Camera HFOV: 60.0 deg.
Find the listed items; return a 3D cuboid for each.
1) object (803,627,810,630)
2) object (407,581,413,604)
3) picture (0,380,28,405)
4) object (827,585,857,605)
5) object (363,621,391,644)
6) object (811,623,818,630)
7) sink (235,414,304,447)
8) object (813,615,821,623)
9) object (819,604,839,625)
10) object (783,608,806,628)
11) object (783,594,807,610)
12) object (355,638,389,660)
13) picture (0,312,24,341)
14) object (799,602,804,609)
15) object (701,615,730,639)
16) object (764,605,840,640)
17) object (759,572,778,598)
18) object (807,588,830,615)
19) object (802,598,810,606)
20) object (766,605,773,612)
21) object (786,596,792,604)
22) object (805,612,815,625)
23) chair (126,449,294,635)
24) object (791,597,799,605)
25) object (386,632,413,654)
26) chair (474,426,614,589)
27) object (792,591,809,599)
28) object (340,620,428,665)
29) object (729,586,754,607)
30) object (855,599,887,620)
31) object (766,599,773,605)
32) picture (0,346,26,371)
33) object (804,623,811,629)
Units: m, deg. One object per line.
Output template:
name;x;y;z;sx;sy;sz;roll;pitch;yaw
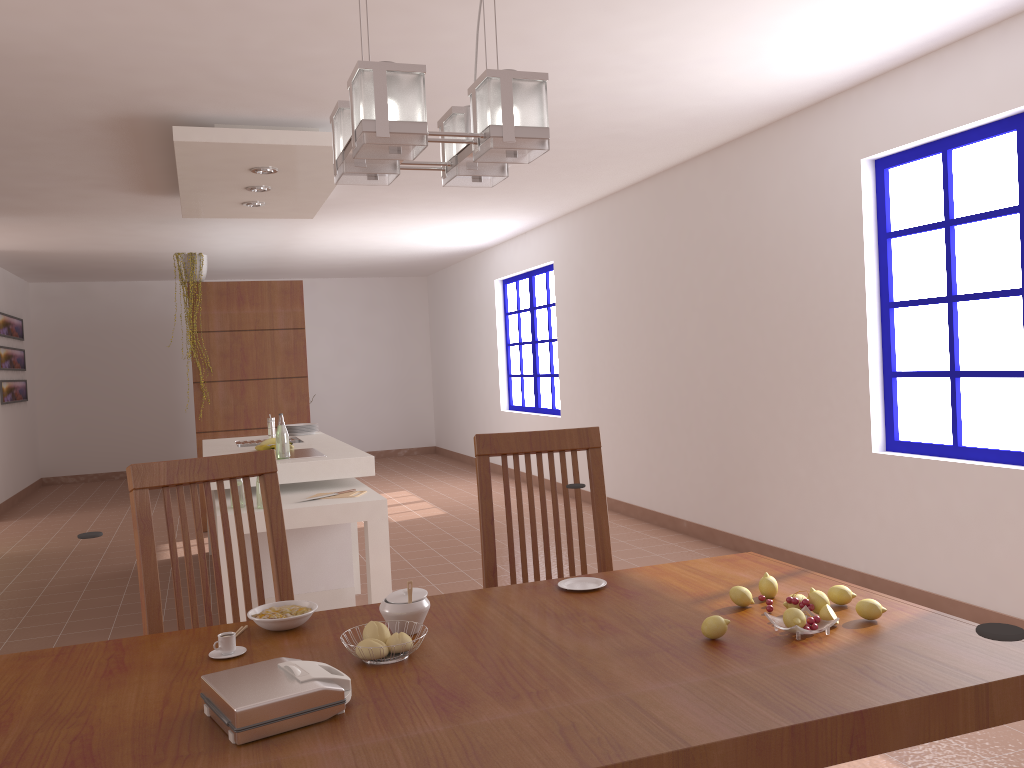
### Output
object;0.512;0.429;1.544;0.014;0.013;0.014;-3;1;-14
object;-0.190;0.403;1.653;0.010;0.075;0.015;-3;2;-19
picture;-5.393;0.080;9.619;0.015;0.248;1.408;-3;2;-19
object;0.638;0.410;1.723;0.043;0.038;0.043;-4;2;-30
object;-0.242;0.449;1.589;0.048;0.044;0.055;-4;2;-40
object;0.531;0.428;1.559;0.013;0.014;0.014;-3;1;10
sink;-1.584;0.372;5.777;0.404;0.368;0.668;-3;2;-19
object;0.542;0.419;1.577;0.014;0.014;0.012;-3;1;-7
object;0.573;0.417;1.603;0.033;0.036;0.039;-2;2;18
object;0.496;0.412;1.557;0.043;0.038;0.042;-4;2;-43
object;0.539;0.417;1.677;0.041;0.039;0.044;-2;2;34
object;-0.241;0.456;1.529;0.061;0.032;0.048;-2;2;40
picture;-5.428;-0.619;9.601;0.015;0.248;1.408;-3;2;-19
object;0.540;0.411;1.646;0.012;0.014;0.014;-4;2;-39
object;0.356;0.428;1.560;0.041;0.041;0.042;-4;2;-33
object;0.511;0.423;1.566;0.092;0.032;0.091;-3;2;-19
object;0.522;0.410;1.805;0.038;0.053;0.039;-2;2;16
object;0.573;0.407;1.659;0.039;0.049;0.039;-3;1;-12
object;0.543;0.404;1.641;0.012;0.014;0.014;-4;2;-39
object;0.493;0.430;1.696;0.014;0.014;0.012;-4;2;-31
object;0.521;0.406;1.664;0.014;0.014;0.013;-2;2;38
object;0.523;0.423;1.587;0.040;0.023;0.049;-2;2;27
chair;-0.523;0.693;1.856;0.444;1.063;0.574;-4;2;-39
object;0.527;0.404;1.651;0.014;0.014;0.012;-3;1;2
object;-0.199;0.453;1.557;0.048;0.033;0.060;-3;2;-20
chair;0.134;0.655;2.086;0.444;1.063;0.574;-3;1;-9
object;0.542;0.398;1.667;0.034;0.011;0.037;-2;2;31
object;-0.222;0.456;1.550;0.151;0.041;0.151;-2;2;31
object;0.451;0.418;1.746;0.041;0.041;0.042;-4;2;-44
object;0.654;0.412;1.621;0.043;0.038;0.043;-4;2;-30
object;0.505;0.429;1.739;0.014;0.012;0.014;-3;2;-15
picture;-5.411;-0.270;9.610;0.015;0.248;1.408;-3;2;-19
object;0.520;0.428;1.563;0.014;0.013;0.014;-3;1;5
